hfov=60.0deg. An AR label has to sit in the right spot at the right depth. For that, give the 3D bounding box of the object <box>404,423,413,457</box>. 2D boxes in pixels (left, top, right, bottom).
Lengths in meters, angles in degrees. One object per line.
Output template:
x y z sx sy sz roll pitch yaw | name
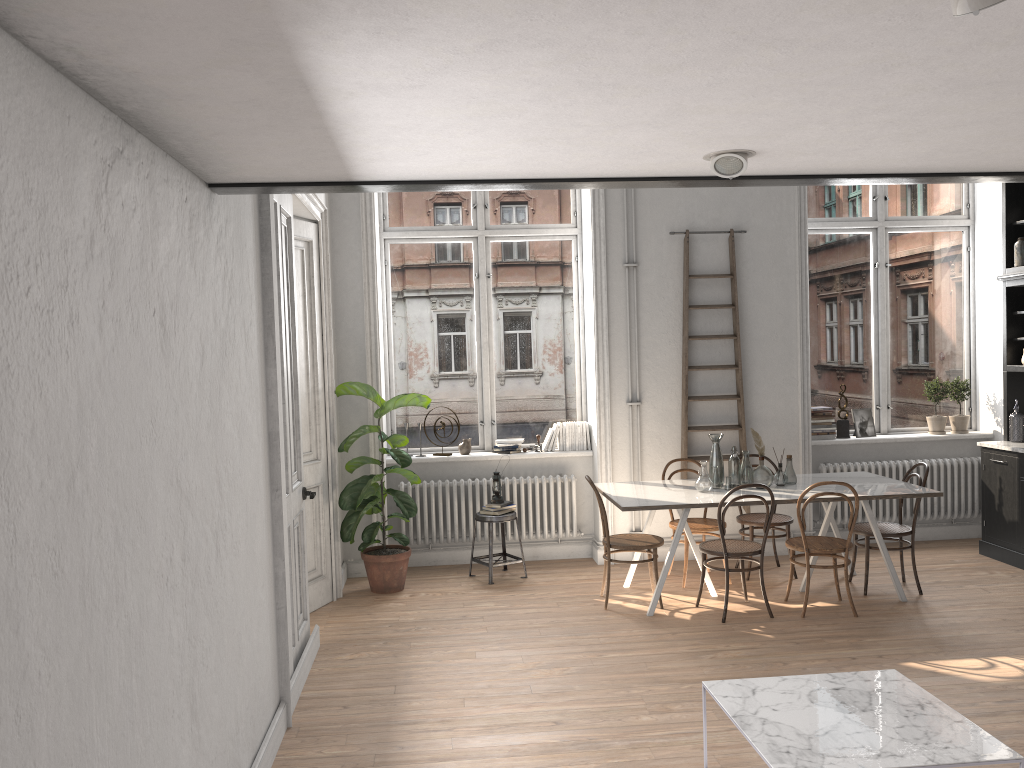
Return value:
-0.912 0.484 7.698 0.095 0.289 0.095 -1 3 27 | object

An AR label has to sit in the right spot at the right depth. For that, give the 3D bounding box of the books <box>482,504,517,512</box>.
-0.103 1.000 7.213 0.232 0.029 0.162 -3 2 -34 | books

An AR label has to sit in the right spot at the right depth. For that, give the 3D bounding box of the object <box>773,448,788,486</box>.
1.961 0.602 6.482 0.107 0.283 0.106 -2 2 -10 | object

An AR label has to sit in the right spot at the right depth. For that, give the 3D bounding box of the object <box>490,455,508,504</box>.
-0.101 0.774 7.234 0.163 0.383 0.154 -3 3 -31 | object

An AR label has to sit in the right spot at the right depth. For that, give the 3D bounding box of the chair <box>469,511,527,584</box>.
-0.120 1.303 7.187 0.364 0.523 0.360 -3 3 -31 | chair

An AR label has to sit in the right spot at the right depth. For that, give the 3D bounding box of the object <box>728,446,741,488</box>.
1.621 0.603 6.463 0.086 0.301 0.086 -3 2 -19 | object

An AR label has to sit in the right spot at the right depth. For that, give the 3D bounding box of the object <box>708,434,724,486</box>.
1.513 0.563 6.564 0.116 0.383 0.116 -2 2 6 | object

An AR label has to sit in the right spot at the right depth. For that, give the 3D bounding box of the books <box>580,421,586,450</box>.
0.627 0.455 7.820 0.024 0.243 0.175 -2 2 -5 | books

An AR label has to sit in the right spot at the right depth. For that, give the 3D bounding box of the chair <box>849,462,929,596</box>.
2.752 1.040 6.488 0.549 0.921 0.437 -1 2 8 | chair

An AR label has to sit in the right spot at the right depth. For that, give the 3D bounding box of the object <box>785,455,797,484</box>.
2.056 0.631 6.567 0.101 0.212 0.101 0 3 34 | object

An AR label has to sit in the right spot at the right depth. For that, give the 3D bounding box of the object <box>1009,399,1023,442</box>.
4.154 0.300 7.297 0.109 0.349 0.109 -3 3 -24 | object

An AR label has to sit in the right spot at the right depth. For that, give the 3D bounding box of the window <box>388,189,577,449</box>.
-0.257 -0.867 7.855 1.622 2.844 0.013 -2 2 -5 | window

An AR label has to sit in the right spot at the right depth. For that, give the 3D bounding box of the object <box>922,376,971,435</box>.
3.966 0.192 8.091 0.500 0.524 0.234 -2 2 -16 | object

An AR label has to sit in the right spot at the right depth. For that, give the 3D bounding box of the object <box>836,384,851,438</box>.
2.986 0.243 8.005 0.122 0.488 0.102 -1 3 20 | object

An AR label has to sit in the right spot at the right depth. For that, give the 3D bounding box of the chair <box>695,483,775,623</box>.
1.505 1.095 5.994 0.438 0.921 0.549 -2 2 -9 | chair

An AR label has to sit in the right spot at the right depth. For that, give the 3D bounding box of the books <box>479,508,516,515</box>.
-0.114 1.027 7.210 0.194 0.034 0.246 0 2 35 | books

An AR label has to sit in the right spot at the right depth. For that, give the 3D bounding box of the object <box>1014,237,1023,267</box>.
4.165 -1.070 7.216 0.118 0.238 0.118 -3 2 -19 | object

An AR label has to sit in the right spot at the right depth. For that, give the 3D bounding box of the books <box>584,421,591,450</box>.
0.659 0.454 7.820 0.040 0.244 0.174 -2 2 -5 | books

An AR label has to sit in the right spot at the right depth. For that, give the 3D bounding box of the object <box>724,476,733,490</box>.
1.554 0.713 6.365 0.058 0.094 0.058 -1 2 23 | object

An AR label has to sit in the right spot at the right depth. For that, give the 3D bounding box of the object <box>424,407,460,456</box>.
-0.605 0.407 7.684 0.347 0.425 0.087 -1 3 28 | object

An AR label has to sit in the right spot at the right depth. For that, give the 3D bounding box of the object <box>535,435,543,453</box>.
0.232 0.516 7.721 0.048 0.153 0.088 -3 3 -35 | object

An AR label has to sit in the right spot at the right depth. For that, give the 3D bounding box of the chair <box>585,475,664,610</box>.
0.810 1.105 6.346 0.549 0.921 0.437 -2 2 3 | chair

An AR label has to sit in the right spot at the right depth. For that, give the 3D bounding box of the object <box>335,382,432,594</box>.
1.544 0.603 6.842 5.827 1.843 0.791 -2 2 0 | object

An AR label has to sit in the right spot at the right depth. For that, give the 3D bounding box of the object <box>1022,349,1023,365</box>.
4.229 -0.225 7.238 0.127 0.144 0.115 -3 2 -26 | object

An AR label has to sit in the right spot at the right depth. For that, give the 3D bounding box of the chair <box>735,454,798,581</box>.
1.996 1.044 7.057 0.438 0.921 0.549 -2 2 2 | chair

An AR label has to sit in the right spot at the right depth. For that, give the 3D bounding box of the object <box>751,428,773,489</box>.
1.797 0.528 6.386 0.157 0.446 0.157 -1 2 13 | object

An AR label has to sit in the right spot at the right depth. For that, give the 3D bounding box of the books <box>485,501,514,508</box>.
-0.103 0.978 7.213 0.147 0.027 0.221 -1 2 27 | books

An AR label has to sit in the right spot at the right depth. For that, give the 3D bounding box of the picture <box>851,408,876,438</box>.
3.174 0.354 8.067 0.221 0.264 0.149 -3 2 -21 | picture

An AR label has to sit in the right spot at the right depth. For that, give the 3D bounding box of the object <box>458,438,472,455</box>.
-0.408 0.541 7.703 0.100 0.142 0.102 -3 3 -30 | object

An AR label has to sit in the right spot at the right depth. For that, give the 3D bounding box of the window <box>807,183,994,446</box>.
9.261 -5.639 11.492 14.384 15.941 26.390 -2 2 -5 | window

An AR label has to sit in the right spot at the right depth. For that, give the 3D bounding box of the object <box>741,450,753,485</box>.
1.729 0.621 6.546 0.098 0.255 0.100 -3 3 -28 | object

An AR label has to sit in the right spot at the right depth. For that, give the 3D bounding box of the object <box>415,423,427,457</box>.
-0.790 0.483 7.651 0.095 0.289 0.095 -1 2 18 | object

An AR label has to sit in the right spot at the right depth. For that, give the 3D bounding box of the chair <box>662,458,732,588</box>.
1.432 1.066 6.930 0.438 0.921 0.549 -2 2 -7 | chair

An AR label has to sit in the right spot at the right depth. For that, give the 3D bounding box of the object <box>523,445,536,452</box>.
0.144 0.569 7.772 0.088 0.048 0.153 0 2 35 | object

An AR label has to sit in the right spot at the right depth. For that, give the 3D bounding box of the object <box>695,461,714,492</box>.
1.367 0.658 6.315 0.132 0.219 0.132 -2 2 -15 | object

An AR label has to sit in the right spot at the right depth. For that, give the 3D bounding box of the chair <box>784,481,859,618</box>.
2.091 1.076 6.008 0.438 0.921 0.549 -2 2 6 | chair

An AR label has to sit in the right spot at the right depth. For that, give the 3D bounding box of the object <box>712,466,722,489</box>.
1.485 0.680 6.453 0.083 0.158 0.083 -2 2 -9 | object
